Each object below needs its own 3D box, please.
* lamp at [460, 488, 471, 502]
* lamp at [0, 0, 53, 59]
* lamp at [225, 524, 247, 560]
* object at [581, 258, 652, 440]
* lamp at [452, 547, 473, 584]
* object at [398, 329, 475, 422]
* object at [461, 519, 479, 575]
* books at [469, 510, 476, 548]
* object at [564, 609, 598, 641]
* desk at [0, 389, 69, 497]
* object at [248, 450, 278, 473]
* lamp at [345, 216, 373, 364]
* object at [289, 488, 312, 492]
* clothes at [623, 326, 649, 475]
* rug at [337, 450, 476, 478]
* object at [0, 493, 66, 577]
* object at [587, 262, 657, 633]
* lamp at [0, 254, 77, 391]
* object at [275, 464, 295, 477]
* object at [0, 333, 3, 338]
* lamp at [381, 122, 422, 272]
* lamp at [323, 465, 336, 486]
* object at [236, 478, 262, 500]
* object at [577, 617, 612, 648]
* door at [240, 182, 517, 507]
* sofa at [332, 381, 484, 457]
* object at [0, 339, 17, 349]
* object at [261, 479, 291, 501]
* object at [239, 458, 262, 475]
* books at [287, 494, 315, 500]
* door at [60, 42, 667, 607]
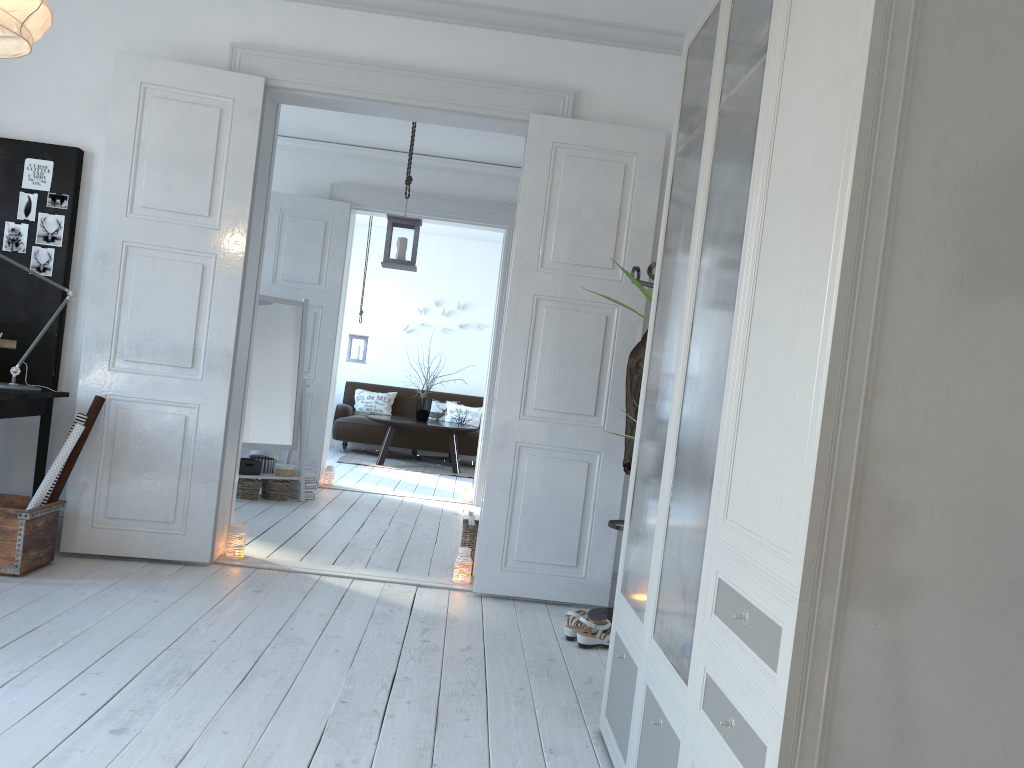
[{"bbox_3d":[-0.393,0.939,7.512,0.093,0.110,0.093,7,1,14],"label":"lamp"},{"bbox_3d":[-1.006,-1.287,1.697,0.338,1.231,0.341,7,1,28],"label":"lamp"},{"bbox_3d":[-1.382,0.791,4.444,0.089,0.166,0.089,7,1,-10],"label":"lamp"},{"bbox_3d":[0.653,0.350,3.117,1.043,1.554,0.289,7,1,27],"label":"object"},{"bbox_3d":[-0.248,0.924,4.511,0.093,0.180,0.092,7,1,-20],"label":"lamp"},{"bbox_3d":[-0.835,-0.090,9.983,0.846,1.066,0.525,6,1,-32],"label":"object"},{"bbox_3d":[-0.148,0.902,4.881,0.270,0.265,0.223,7,1,-3],"label":"object"},{"bbox_3d":[-0.157,0.868,4.880,0.201,0.300,0.179,7,1,-3],"label":"books"},{"bbox_3d":[0.298,1.027,3.848,0.099,0.126,0.272,7,0,30],"label":"object"},{"bbox_3d":[-2.672,0.349,3.796,1.159,0.759,0.651,7,1,-3],"label":"desk"},{"bbox_3d":[-1.856,0.570,6.600,0.207,0.159,0.241,7,0,5],"label":"object"},{"bbox_3d":[-1.662,-1.112,10.013,0.228,1.762,0.228,7,1,-6],"label":"lamp"},{"bbox_3d":[-1.604,0.798,6.708,0.156,0.014,0.111,7,0,40],"label":"object"},{"bbox_3d":[0.627,0.052,3.996,0.237,0.770,0.211,7,1,30],"label":"clothes"},{"bbox_3d":[-1.066,0.895,10.085,1.710,0.055,1.456,7,0,-2],"label":"rug"},{"bbox_3d":[-2.347,0.627,3.818,0.665,0.282,0.339,7,0,-3],"label":"object"},{"bbox_3d":[0.613,0.292,4.071,0.374,1.659,0.374,7,1,5],"label":"object"},{"bbox_3d":[-2.273,-0.344,3.920,0.617,0.716,0.229,7,1,-32],"label":"lamp"},{"bbox_3d":[-1.671,0.634,6.514,0.142,0.074,0.142,7,0,-19],"label":"object"},{"bbox_3d":[-2.351,-0.117,3.989,0.084,0.240,0.009,6,1,-26],"label":"object"},{"bbox_3d":[-0.629,-1.630,5.754,0.228,1.762,0.228,7,1,-6],"label":"lamp"},{"bbox_3d":[-1.536,0.772,7.466,0.089,0.166,0.089,7,1,-4],"label":"lamp"},{"bbox_3d":[-1.926,0.753,6.414,0.185,0.140,0.295,7,0,-31],"label":"object"},{"bbox_3d":[0.394,1.039,3.712,0.272,0.126,0.099,7,1,-30],"label":"object"},{"bbox_3d":[-0.820,-0.306,7.450,2.599,2.506,0.577,7,1,-3],"label":"door"},{"bbox_3d":[-1.048,0.497,10.840,2.165,0.825,0.968,7,0,-3],"label":"sofa"},{"bbox_3d":[-2.349,-0.102,4.043,0.138,0.209,0.034,7,1,-23],"label":"object"},{"bbox_3d":[-1.747,0.774,6.530,0.185,0.140,0.295,7,0,-31],"label":"object"},{"bbox_3d":[-1.912,0.591,6.367,0.165,0.103,0.154,7,0,-38],"label":"object"},{"bbox_3d":[-1.597,0.849,6.703,0.178,0.016,0.128,7,0,35],"label":"books"},{"bbox_3d":[-0.680,-0.288,4.438,2.599,2.506,0.577,7,1,-3],"label":"door"}]
